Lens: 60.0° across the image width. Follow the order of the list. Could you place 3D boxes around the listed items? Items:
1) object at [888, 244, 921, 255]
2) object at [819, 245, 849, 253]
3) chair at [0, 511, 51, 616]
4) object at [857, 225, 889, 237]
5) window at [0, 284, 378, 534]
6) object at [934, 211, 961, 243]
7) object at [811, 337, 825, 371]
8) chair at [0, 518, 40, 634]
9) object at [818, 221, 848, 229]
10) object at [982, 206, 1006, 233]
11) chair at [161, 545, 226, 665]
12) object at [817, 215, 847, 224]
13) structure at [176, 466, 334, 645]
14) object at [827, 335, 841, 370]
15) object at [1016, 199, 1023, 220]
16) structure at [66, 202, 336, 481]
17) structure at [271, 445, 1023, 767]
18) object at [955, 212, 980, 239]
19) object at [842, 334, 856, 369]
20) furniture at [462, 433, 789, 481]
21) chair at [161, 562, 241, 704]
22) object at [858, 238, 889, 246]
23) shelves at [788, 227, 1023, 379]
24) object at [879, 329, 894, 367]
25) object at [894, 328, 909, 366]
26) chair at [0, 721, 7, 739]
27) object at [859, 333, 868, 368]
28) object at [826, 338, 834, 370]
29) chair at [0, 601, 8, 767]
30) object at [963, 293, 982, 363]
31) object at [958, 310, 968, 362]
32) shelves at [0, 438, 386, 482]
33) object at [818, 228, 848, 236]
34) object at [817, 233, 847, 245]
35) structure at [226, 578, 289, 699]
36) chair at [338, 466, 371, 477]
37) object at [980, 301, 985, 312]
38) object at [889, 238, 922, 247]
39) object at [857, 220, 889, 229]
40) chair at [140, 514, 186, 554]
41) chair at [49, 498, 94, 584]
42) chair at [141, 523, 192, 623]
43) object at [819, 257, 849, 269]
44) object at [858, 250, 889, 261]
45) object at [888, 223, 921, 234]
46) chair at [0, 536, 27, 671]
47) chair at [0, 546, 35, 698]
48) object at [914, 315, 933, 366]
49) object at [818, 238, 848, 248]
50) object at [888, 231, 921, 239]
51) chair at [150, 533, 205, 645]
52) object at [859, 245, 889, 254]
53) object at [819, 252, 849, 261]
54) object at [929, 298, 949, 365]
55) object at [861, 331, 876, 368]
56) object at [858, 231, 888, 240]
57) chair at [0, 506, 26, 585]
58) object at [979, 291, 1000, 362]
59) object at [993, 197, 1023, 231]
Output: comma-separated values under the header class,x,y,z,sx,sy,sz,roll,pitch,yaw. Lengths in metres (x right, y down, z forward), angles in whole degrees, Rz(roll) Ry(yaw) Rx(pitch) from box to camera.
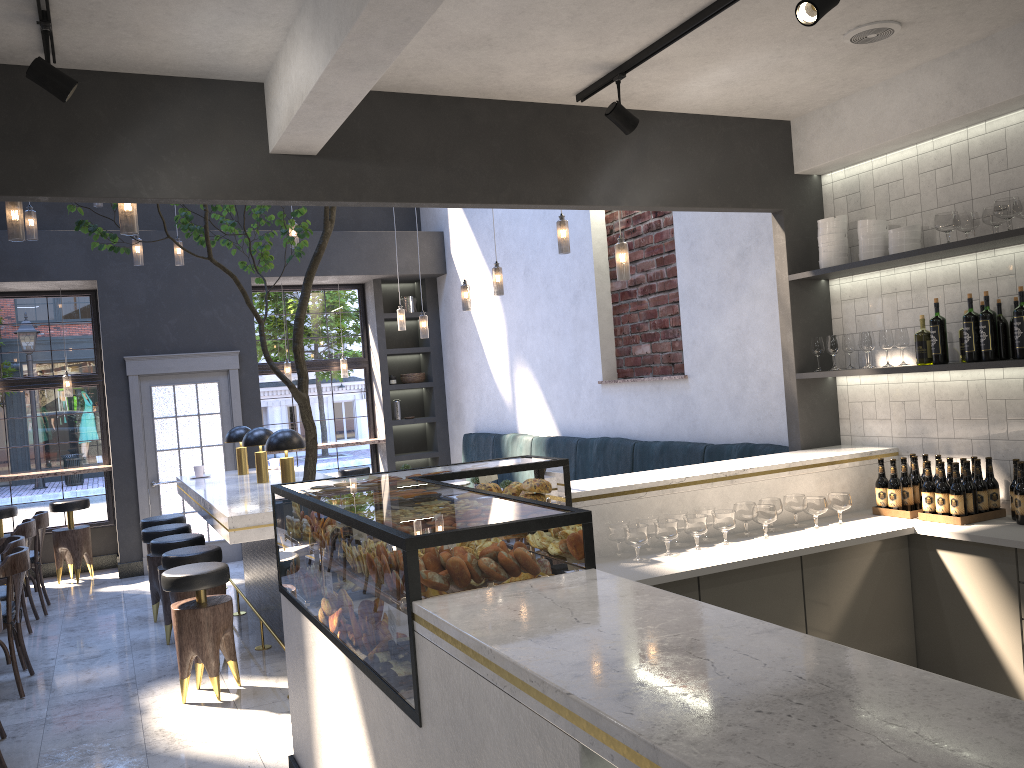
class,x,y,z,sx,sy,sz,roll,pitch,yaw
object,1.977,-0.665,4.460,0.153,0.055,0.153,-4,0,27
object,1.744,-0.713,4.805,0.153,0.062,0.153,-4,0,4
chair,-4.220,1.548,7.578,0.521,0.851,0.497,-5,0,-26
object,1.886,-0.786,4.629,0.153,0.060,0.153,-5,0,-43
window,-1.229,-1.395,4.324,6.403,5.365,12.712,-5,0,-25
object,2.024,-0.718,4.120,0.114,0.147,0.114,-5,0,-20
object,1.694,-0.165,4.909,0.070,0.188,0.070,-5,1,-34
chair,-4.037,1.534,7.024,0.521,0.851,0.538,-5,0,-24
object,1.736,-0.840,4.798,0.153,0.067,0.153,-4,0,21
object,2.207,-0.732,4.039,0.114,0.147,0.114,-5,0,-20
chair,-2.040,1.439,5.733,0.372,0.737,0.370,-4,0,2
object,1.731,-0.872,4.795,0.153,0.070,0.153,-4,0,21
structure,-1.782,1.261,6.569,0.990,1.050,3.491,-5,0,-25
object,1.744,-0.169,4.802,0.070,0.188,0.070,-5,1,-34
object,2.270,-0.737,3.902,0.114,0.147,0.114,-5,0,-20
structure,-1.536,-1.231,5.674,3.745,5.989,2.806,-4,0,18
structure,1.706,0.866,1.790,3.204,1.300,5.807,-4,0,-25
object,2.143,-0.727,4.176,0.114,0.147,0.114,-5,0,-20
object,1.843,-0.177,4.849,0.070,0.188,0.070,-5,1,-34
furniture,-1.978,1.226,6.405,6.019,1.151,5.342,-4,0,-25
chair,-1.782,1.419,5.077,0.372,0.737,0.370,-4,0,18
object,1.894,-0.725,4.633,0.153,0.062,0.153,-4,0,4
shelves,2.462,-0.387,3.388,0.300,0.580,3.601,-5,0,-25
object,1.894,-0.181,4.481,0.070,0.188,0.070,-5,0,-11
object,1.993,-0.188,4.528,0.070,0.188,0.070,-5,0,-11
chair,-2.771,1.436,4.325,0.521,0.851,0.538,-5,0,-24
object,1.893,-0.181,4.742,0.070,0.188,0.070,-5,1,-34
object,1.794,-0.173,4.956,0.070,0.188,0.070,-5,1,-34
chair,-2.472,1.413,3.826,0.521,0.851,0.538,-5,0,-24
object,2.133,-0.260,4.111,0.072,0.319,0.072,-5,1,-41
object,2.172,-0.227,4.220,0.082,0.246,0.082,-4,1,2
shelves,-3.558,0.831,9.700,4.401,0.043,0.384,-4,0,-25
object,1.736,-0.810,4.799,0.154,0.076,0.153,-4,0,-4
object,1.737,-0.774,4.801,0.153,0.060,0.153,-5,0,-43
structure,-1.750,1.680,6.573,0.496,0.210,3.499,-4,0,-25
chair,-1.789,1.376,10.213,0.370,0.821,0.371,-4,1,27
object,2.213,-0.248,4.154,0.065,0.280,0.065,-4,1,18
object,1.977,-0.701,4.458,0.153,0.074,0.154,-4,0,-22
object,1.885,-0.821,4.626,0.154,0.076,0.153,-4,0,-4
chair,-2.969,1.510,7.619,0.372,0.737,0.370,-4,0,18
chair,-4.445,1.582,8.968,0.370,0.821,0.371,-4,1,27
chair,-2.687,1.489,6.967,0.370,0.737,0.372,-5,1,-34
object,1.746,-0.647,4.808,0.153,0.055,0.153,-4,0,27
object,1.895,-0.659,4.635,0.153,0.055,0.153,-4,0,27
object,1.971,-0.763,4.455,0.153,0.075,0.154,-4,0,32
chair,-3.548,1.496,5.984,0.521,0.851,0.539,-5,0,-31
chair,-3.224,1.471,5.439,0.521,0.851,0.538,-5,0,-24
object,2.227,-0.255,3.884,0.082,0.294,1.100,-5,0,-24
object,1.740,-0.745,4.803,0.153,0.075,0.154,-4,0,32
object,1.976,-0.731,4.457,0.153,0.062,0.153,-4,0,4
chair,-2.366,1.464,6.352,0.372,0.737,0.370,-4,0,18
object,1.895,-0.695,4.634,0.153,0.074,0.154,-4,0,-22
object,1.746,-0.683,4.806,0.153,0.074,0.154,-4,0,-22
object,2.056,-0.254,4.275,0.072,0.319,0.072,-5,1,-41
object,1.844,-0.177,4.588,0.070,0.188,0.070,-5,1,-34
object,1.889,-0.757,4.631,0.153,0.075,0.154,-4,0,32
chair,-5.038,1.628,8.715,0.372,0.821,0.370,-4,1,27
object,2.168,-0.263,4.035,0.072,0.319,0.072,-5,1,-41
object,2.152,-0.728,3.847,0.114,0.147,0.114,-5,0,-20
